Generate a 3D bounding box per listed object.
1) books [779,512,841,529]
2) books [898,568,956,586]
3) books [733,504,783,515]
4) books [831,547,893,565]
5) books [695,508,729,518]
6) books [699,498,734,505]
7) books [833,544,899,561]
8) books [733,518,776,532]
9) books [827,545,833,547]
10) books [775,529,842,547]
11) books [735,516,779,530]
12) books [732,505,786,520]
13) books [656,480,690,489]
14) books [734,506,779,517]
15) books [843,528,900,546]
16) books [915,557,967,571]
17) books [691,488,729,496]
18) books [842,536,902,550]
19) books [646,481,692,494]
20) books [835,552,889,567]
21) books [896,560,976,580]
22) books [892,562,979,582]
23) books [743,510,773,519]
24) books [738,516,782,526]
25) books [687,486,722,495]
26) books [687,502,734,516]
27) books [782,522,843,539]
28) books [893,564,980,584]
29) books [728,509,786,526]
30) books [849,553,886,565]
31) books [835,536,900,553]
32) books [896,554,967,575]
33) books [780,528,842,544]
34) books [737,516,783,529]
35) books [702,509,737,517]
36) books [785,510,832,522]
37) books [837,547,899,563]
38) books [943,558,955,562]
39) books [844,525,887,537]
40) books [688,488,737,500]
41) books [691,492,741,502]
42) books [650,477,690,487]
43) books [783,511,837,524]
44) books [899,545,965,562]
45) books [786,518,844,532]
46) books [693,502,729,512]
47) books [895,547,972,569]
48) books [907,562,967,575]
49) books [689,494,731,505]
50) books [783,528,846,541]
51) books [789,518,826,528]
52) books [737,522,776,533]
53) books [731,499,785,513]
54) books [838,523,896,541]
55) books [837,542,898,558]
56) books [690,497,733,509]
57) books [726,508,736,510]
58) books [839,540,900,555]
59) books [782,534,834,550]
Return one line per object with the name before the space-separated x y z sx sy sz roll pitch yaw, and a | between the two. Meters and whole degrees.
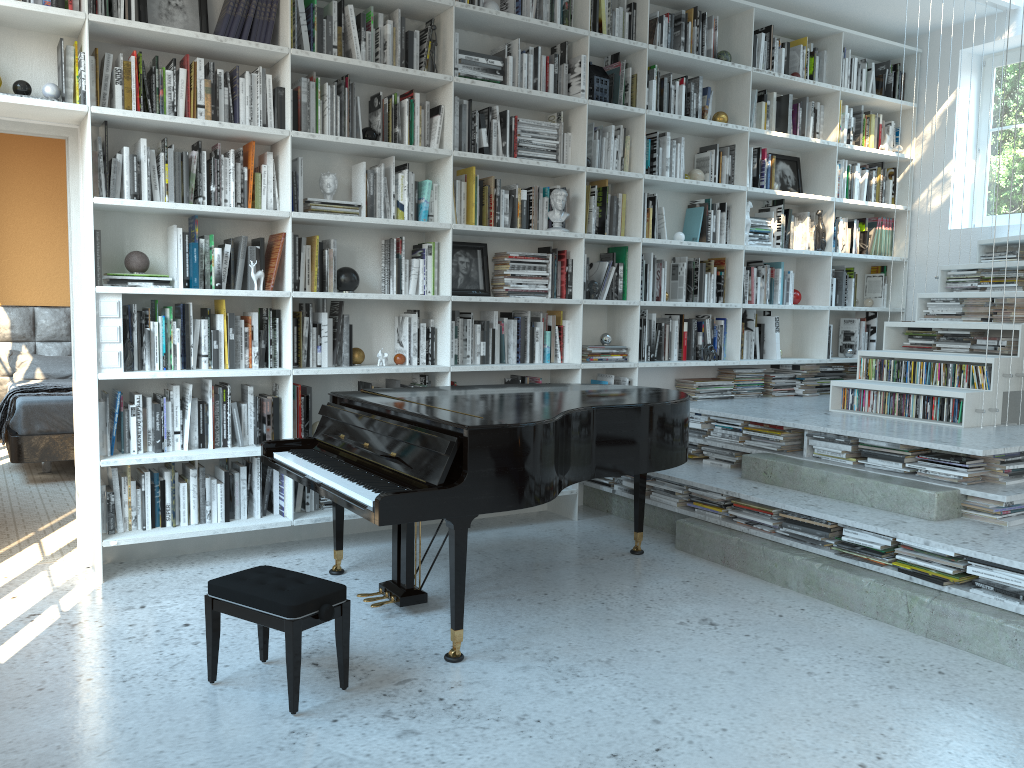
books | 1.383 0.611 4.039 0.170 0.014 0.280 -2 6 -34
books | 1.688 0.755 3.526 0.191 0.016 0.208 -1 5 -26
books | 1.221 0.597 4.302 0.165 0.014 0.235 -2 6 -36
books | 1.545 0.724 3.790 0.171 0.005 0.297 -2 6 -32
books | 1.067 0.660 4.579 0.157 0.014 0.180 -2 6 -34
books | 1.075 0.595 4.577 0.140 0.013 0.180 -2 5 -28
books | 1.541 0.709 3.786 0.180 0.008 0.267 -2 6 -32
books | 1.221 0.679 4.311 0.161 0.008 0.254 -1 5 -26
books | 1.391 0.700 4.052 0.154 0.007 0.262 -2 5 -29
books | 1.373 0.693 4.041 0.189 0.009 0.290 -2 5 -28
books | 1.240 0.672 4.322 0.128 0.005 0.295 -2 5 -29
books | 1.232 0.617 4.311 0.155 0.009 0.297 -2 5 -30
books | 0.916 0.539 4.840 0.130 0.018 0.255 -2 5 -28
books | 1.228 0.608 4.308 0.169 0.009 0.241 -2 5 -31
books | 1.553 0.644 3.786 0.141 0.028 0.222 -2 6 -36
books | 1.705 0.696 3.531 0.150 0.004 0.290 -1 5 -27
books | 1.063 0.544 4.565 0.174 0.011 0.227 -2 6 -32
books | 1.540 0.667 3.781 0.180 0.017 0.182 -2 6 -34
books | 0.895 0.556 4.829 0.180 0.015 0.294 -2 6 -33
books | 1.531 0.737 3.783 0.193 0.005 0.224 -2 6 -35
books | 1.704 0.729 3.534 0.170 0.006 0.268 -2 5 -31
books | 1.691 0.736 3.527 0.191 0.006 0.274 -2 5 -29
books | 1.239 0.627 4.316 0.140 0.013 0.180 -2 5 -30
books | 1.235 0.654 4.317 0.130 0.014 0.249 -2 6 -36
books | 1.051 0.536 4.556 0.193 0.005 0.224 -2 6 -35
books | 1.064 0.639 4.575 0.159 0.012 0.292 -2 6 -34
books | 1.384 0.656 4.044 0.160 0.025 0.243 -2 6 -36
books | 1.697 0.743 3.531 0.178 0.009 0.276 -2 6 -33
books | 1.220 0.641 4.306 0.182 0.013 0.287 -2 5 -30
books | 1.548 0.730 3.792 0.147 0.008 0.236 -1 5 -26
books | 1.542 0.679 3.783 0.171 0.007 0.260 -2 5 -28
books | 1.694 0.706 3.525 0.191 0.015 0.246 -2 5 -30
books | 1.390 0.684 4.050 0.147 0.008 0.290 -2 6 -35
books | 1.241 0.665 4.321 0.132 0.009 0.269 -2 5 -30
books | 1.074 0.648 4.582 0.140 0.008 0.283 -2 6 -33
books | 1.392 0.593 4.042 0.160 0.008 0.238 -2 5 -30
books | 1.546 0.717 3.790 0.159 0.009 0.275 -2 5 -28
books | 1.715 0.670 3.534 0.133 0.009 0.209 -1 5 -27
books | 1.552 0.611 3.782 0.157 0.014 0.215 -2 5 -29
books | 1.061 0.557 4.564 0.171 0.015 0.252 -2 6 -34
books | 1.054 0.573 4.562 0.182 0.016 0.198 -1 5 -26
books | 0.905 0.527 4.832 0.159 0.006 0.285 -2 5 -29
books | 1.395 0.600 4.045 0.157 0.007 0.268 -2 5 -31
books | 1.703 0.663 3.526 0.175 0.006 0.251 -2 5 -31
books | 1.394 0.635 4.048 0.142 0.017 0.239 -2 6 -35
books | 1.068 0.627 4.576 0.165 0.012 0.204 -2 5 -31
books | 1.696 0.681 3.524 0.168 0.013 0.281 -2 6 -36
books | 1.711 0.719 3.537 0.154 0.014 0.196 -2 5 -31
books | 1.060 0.585 4.566 0.169 0.009 0.241 -2 6 -35
books | 1.382 0.674 4.044 0.177 0.011 0.220 -2 5 -29
books | 1.396 0.622 4.048 0.150 0.008 0.217 -2 6 -32
books | 1.234 0.687 4.320 0.147 0.008 0.236 -2 6 -32
books | 1.219 0.584 4.299 0.179 0.012 0.249 -2 6 -34
books | 1.552 0.624 3.783 0.139 0.013 0.288 -1 5 -26
books | 1.536 0.698 3.782 0.189 0.013 0.215 -2 6 -33
books | 1.063 0.607 4.571 0.159 0.011 0.246 -2 6 -35
books | 1.079 0.617 4.582 0.123 0.008 0.294 -2 5 -28
books | 1.557 0.687 3.793 0.145 0.010 0.266 -2 6 -32
books | 1.391 0.709 4.054 0.142 0.012 0.291 -1 5 -27
